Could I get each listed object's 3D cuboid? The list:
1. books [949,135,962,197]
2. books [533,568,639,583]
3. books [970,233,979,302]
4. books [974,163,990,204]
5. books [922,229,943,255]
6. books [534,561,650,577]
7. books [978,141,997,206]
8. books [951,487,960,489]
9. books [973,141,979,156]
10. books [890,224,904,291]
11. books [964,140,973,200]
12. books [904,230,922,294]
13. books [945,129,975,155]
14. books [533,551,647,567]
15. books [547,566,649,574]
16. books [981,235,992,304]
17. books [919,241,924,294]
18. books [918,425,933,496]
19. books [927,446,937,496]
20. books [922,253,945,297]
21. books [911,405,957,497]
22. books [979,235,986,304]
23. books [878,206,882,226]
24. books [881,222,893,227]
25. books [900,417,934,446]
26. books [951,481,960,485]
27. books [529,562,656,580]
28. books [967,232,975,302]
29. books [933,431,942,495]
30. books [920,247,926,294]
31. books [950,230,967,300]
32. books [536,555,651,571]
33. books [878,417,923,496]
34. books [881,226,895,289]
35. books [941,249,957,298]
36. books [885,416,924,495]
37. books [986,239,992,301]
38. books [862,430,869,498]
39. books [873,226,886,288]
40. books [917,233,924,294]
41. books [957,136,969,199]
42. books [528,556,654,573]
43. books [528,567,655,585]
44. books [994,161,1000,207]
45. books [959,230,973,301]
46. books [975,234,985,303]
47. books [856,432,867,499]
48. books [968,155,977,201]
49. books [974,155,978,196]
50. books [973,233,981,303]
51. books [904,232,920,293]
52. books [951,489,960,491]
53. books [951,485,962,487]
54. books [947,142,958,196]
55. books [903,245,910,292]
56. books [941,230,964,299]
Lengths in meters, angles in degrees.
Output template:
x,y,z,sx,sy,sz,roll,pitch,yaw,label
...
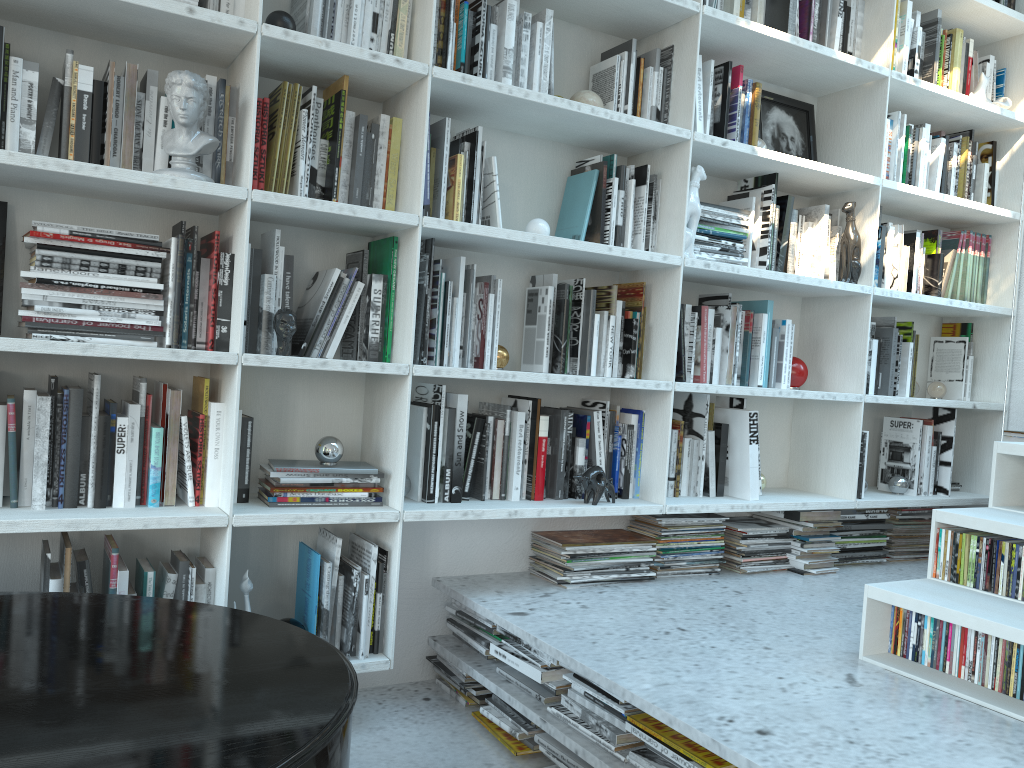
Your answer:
x,y,z,sx,sy,sz,roll,pitch,yaw,label
1.684,-0.819,3.483,0.012,0.283,0.151,3,2,-30,books
0.247,0.584,2.767,0.308,0.008,0.195,3,1,-34,books
1.776,-0.451,3.552,0.018,0.293,0.169,3,2,-30,books
1.804,-0.768,3.546,0.029,0.195,0.192,3,2,-30,books
1.583,-0.454,3.458,0.026,0.278,0.169,3,2,-30,books
0.248,0.569,2.767,0.308,0.008,0.195,3,1,-26,books
1.853,-0.814,3.576,0.042,0.292,0.186,3,2,-30,books
1.701,0.413,3.585,0.177,0.009,0.112,3,1,-26,books
1.781,-0.814,3.548,0.013,0.283,0.149,3,2,-30,books
1.380,-0.457,3.324,0.056,0.261,0.176,3,2,-30,books
1.716,-0.810,3.494,0.028,0.268,0.173,3,2,-30,books
1.473,-0.451,3.395,0.029,0.259,0.171,3,2,-30,books
1.768,-0.839,3.549,0.013,0.330,0.140,3,2,-30,books
0.247,0.538,2.776,0.308,0.008,0.195,3,1,-30,books
0.246,0.561,2.771,0.308,0.008,0.195,3,1,-28,books
1.842,-0.447,3.583,0.018,0.293,0.169,3,2,-30,books
1.521,-0.443,3.436,0.025,0.249,0.133,3,2,-30,books
1.515,0.284,3.388,0.031,0.266,0.168,3,2,-30,books
1.543,0.324,3.414,0.024,0.188,0.176,3,2,-30,books
1.571,-0.406,3.424,0.024,0.181,0.191,3,2,-30,books
1.622,0.256,3.435,0.010,0.336,0.185,3,2,-30,books
1.821,-0.448,3.583,0.018,0.293,0.169,3,2,-30,books
1.301,-0.492,3.299,0.012,0.322,0.141,3,2,-30,books
1.340,-0.462,3.315,0.022,0.265,0.157,3,2,-30,books
1.565,0.276,3.429,0.047,0.288,0.141,3,2,-30,books
1.699,0.396,3.590,0.198,0.008,0.111,3,1,-30,books
0.249,0.576,2.764,0.346,0.007,0.193,3,1,-25,books
1.758,-0.452,3.547,0.018,0.293,0.169,3,2,-30,books
1.592,0.300,3.450,0.024,0.243,0.140,3,2,-30,books
1.536,-0.421,3.449,0.014,0.207,0.138,3,2,-30,books
1.706,-0.455,3.517,0.033,0.294,0.169,3,2,-30,books
0.252,0.547,2.765,0.308,0.008,0.195,3,1,-35,books
1.471,0.272,3.363,0.012,0.285,0.159,3,2,-30,books
1.325,-0.453,3.293,0.026,0.246,0.180,3,2,-30,books
1.636,-0.417,3.478,0.088,0.217,0.167,3,2,-30,books
1.488,0.273,3.392,0.012,0.285,0.159,3,2,-30,books
1.853,-0.446,3.601,0.018,0.293,0.169,3,2,-30,books
1.201,0.280,3.188,0.030,0.238,0.151,3,2,-30,books
1.292,-0.453,3.276,0.022,0.243,0.170,3,2,-30,books
1.507,-0.447,3.424,0.012,0.254,0.160,3,2,-30,books
1.697,-0.816,3.486,0.013,0.277,0.188,3,2,-30,books
0.248,0.554,2.772,0.346,0.007,0.193,3,1,-32,books
0.247,0.591,2.767,0.346,0.007,0.193,3,1,-26,books
1.877,-0.776,3.594,0.021,0.219,0.184,3,2,-30,books
1.734,-0.453,3.517,0.018,0.293,0.169,3,2,-30,books
1.808,-0.449,3.570,0.018,0.293,0.169,3,2,-30,books
1.182,0.282,3.175,0.014,0.233,0.183,3,2,-30,books
1.738,-0.780,3.507,0.025,0.211,0.188,3,2,-30,books
1.755,-0.784,3.527,0.025,0.220,0.177,3,2,-30,books
1.790,-0.450,3.565,0.018,0.293,0.169,3,2,-30,books
1.456,-0.446,3.374,0.022,0.247,0.181,3,2,-30,books
1.702,0.422,3.583,0.198,0.008,0.111,3,1,-35,books
1.702,0.405,3.584,0.198,0.008,0.111,3,1,-26,books
1.663,-0.806,3.482,0.025,0.252,0.160,3,2,-30,books
1.411,-0.419,3.344,0.023,0.189,0.169,3,2,-30,books
1.673,-0.454,3.498,0.072,0.291,0.169,3,2,-30,books
